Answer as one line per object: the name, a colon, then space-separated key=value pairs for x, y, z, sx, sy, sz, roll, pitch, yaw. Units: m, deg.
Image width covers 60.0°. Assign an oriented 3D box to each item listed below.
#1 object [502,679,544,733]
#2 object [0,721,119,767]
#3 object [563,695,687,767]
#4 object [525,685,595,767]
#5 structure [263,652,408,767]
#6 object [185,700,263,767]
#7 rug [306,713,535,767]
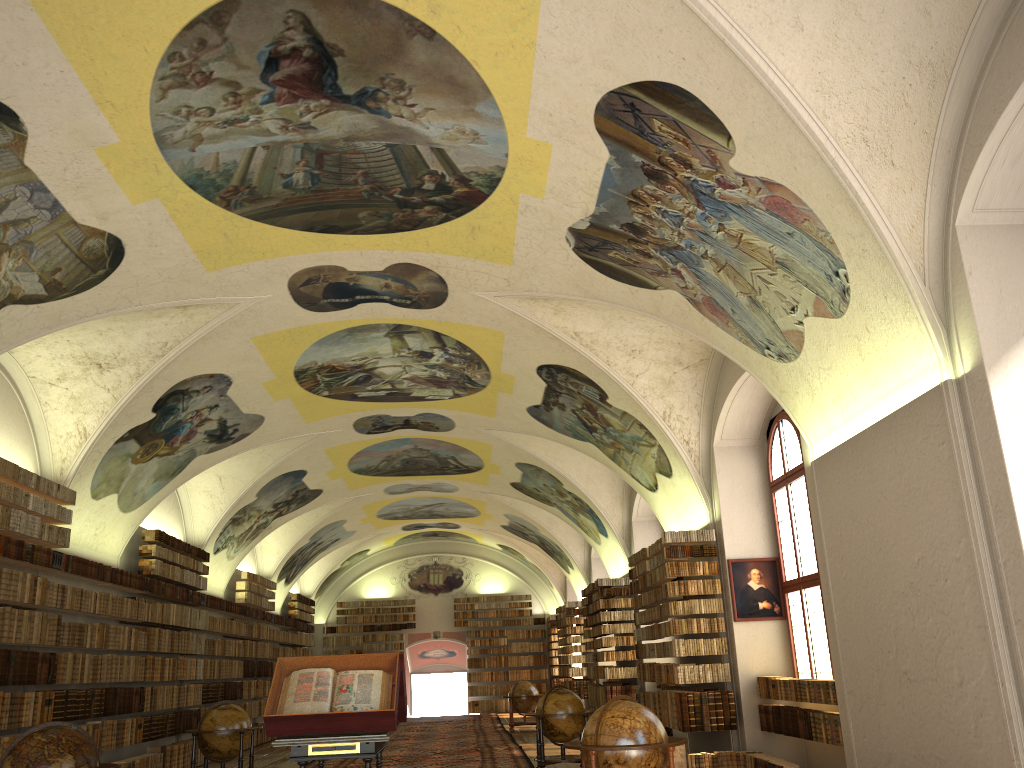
object: x=0.359 y=9.431 z=26.046 sx=1.282 sy=1.440 sz=1.283 roll=-16 pitch=-22 yaw=37
object: x=-4.642 y=4.137 z=8.850 sx=1.281 sy=1.440 sz=1.283 roll=12 pitch=-22 yaw=-39
object: x=1.188 y=3.984 z=9.186 sx=1.281 sy=1.440 sz=1.283 roll=-14 pitch=-21 yaw=32
object: x=0.873 y=6.054 z=15.595 sx=1.281 sy=1.440 sz=1.283 roll=12 pitch=-22 yaw=-39
structure: x=-1.773 y=3.861 z=9.250 sx=1.245 sy=1.970 sz=1.902 roll=-2 pitch=-17 yaw=-3
object: x=-4.958 y=6.207 z=15.259 sx=1.281 sy=1.440 sz=1.283 roll=-14 pitch=-21 yaw=32
rug: x=-2.053 y=7.835 z=18.532 sx=4.704 sy=0.064 sz=37.114 roll=-1 pitch=-18 yaw=-3
